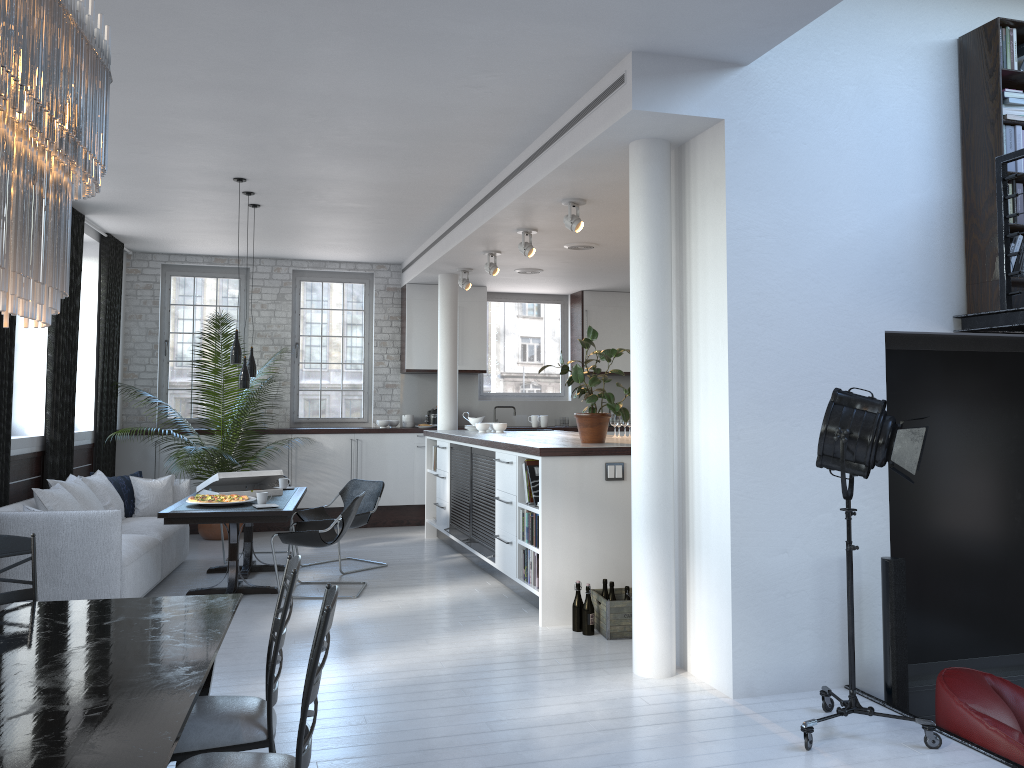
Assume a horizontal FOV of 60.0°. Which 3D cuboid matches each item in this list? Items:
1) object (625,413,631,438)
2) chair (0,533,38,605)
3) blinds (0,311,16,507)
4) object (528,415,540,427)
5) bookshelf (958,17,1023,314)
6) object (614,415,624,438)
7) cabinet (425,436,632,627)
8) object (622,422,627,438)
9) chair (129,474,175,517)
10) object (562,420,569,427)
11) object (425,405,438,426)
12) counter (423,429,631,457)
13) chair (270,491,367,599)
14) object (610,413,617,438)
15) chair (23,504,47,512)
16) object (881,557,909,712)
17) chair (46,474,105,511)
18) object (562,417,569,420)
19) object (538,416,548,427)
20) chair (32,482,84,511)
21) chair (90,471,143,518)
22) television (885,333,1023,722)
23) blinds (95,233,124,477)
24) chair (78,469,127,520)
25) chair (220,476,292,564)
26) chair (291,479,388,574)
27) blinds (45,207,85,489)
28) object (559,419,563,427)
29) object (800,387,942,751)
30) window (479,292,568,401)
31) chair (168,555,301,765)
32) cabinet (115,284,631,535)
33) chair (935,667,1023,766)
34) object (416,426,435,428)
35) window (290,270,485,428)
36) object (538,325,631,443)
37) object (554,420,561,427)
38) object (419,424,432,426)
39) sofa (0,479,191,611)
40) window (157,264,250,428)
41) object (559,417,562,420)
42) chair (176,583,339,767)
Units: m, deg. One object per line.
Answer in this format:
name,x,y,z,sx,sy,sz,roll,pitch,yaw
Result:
object,1.036,0.365,7.802,0.082,0.223,0.082,0,-3,-2
chair,-1.960,1.100,3.478,0.503,0.966,0.495,-2,-4,37
blinds,-3.797,-0.010,6.529,0.099,3.321,0.622,1,-4,-10
object,0.290,0.484,11.470,0.138,0.152,0.108,1,-3,-21
bookshelf,4.706,-1.241,3.391,3.088,1.619,4.468,1,-2,-16
object,0.941,0.365,7.796,0.082,0.223,0.082,-1,-3,17
cabinet,0.285,1.101,8.167,1.500,1.173,4.163,1,-2,-16
object,1.006,0.367,7.898,0.082,0.223,0.082,-3,-4,38
chair,-3.349,1.069,8.301,0.219,0.439,0.457,-3,-4,43
object,0.707,0.518,11.681,0.094,0.098,0.094,0,-3,0
object,-0.906,0.408,11.313,0.414,0.291,0.278,1,-3,-16
counter,0.284,0.512,8.214,1.446,0.061,4.194,0,-1,-16
chair,-1.526,1.270,7.115,0.664,0.780,0.669,0,-3,-1
object,0.915,0.367,7.889,0.082,0.223,0.082,-3,-4,40
chair,-3.274,1.056,6.236,0.467,0.395,0.234,-2,-4,42
object,1.971,1.518,4.585,0.157,1.223,0.157,3,-4,-36
chair,-3.504,1.004,7.227,0.392,0.507,0.596,1,-2,-10
object,0.707,0.488,11.683,0.094,0.098,0.094,0,-3,0
object,0.408,0.483,11.420,0.109,0.152,0.138,-2,-3,34
chair,-3.418,0.987,6.762,0.360,0.437,0.528,0,-2,-9
chair,-3.648,1.039,8.149,0.333,0.500,0.623,-1,-3,24
television,3.637,0.934,5.377,3.352,2.432,0.116,1,-4,-16
blinds,-4.388,0.060,9.622,0.102,3.321,0.622,1,-4,-11
chair,-3.582,0.994,7.706,0.375,0.466,0.564,1,-2,-9
chair,-2.442,1.302,8.573,0.671,0.780,0.663,1,-3,-11
chair,-1.563,1.294,8.159,0.670,0.780,0.664,-2,-3,39
blinds,-4.081,0.025,8.076,0.111,3.321,0.738,1,-4,-10
object,0.677,0.521,11.781,0.094,0.098,0.094,2,-3,-33
object,1.624,0.804,4.015,0.544,1.582,0.610,-2,-4,28
window,0.145,-0.504,12.029,1.298,1.462,0.133,1,-4,-16
chair,-0.984,1.091,3.027,0.503,0.966,0.495,1,-3,-16
cabinet,-0.258,0.184,8.212,7.227,3.007,7.288,1,-2,-16
chair,2.440,1.768,4.135,0.830,0.713,0.829,2,-3,-37
object,-1.075,0.534,11.022,0.261,0.028,0.261,1,-2,-29
window,-3.126,-0.664,15.771,8.134,6.083,9.131,1,-2,-16
object,0.585,0.002,6.730,0.774,0.893,0.436,-2,-4,41
object,0.604,0.518,11.655,0.094,0.098,0.094,2,-3,-33
object,-1.081,0.518,11.024,0.138,0.044,0.136,-1,-2,36
sofa,-3.326,1.271,7.235,0.920,0.772,2.652,0,-2,-10
window,-3.774,-0.457,10.871,1.033,1.996,0.132,1,-4,-16
object,0.677,0.491,11.783,0.094,0.098,0.094,2,-3,-33
chair,-0.752,1.080,2.511,0.503,0.966,0.495,1,-3,-11
